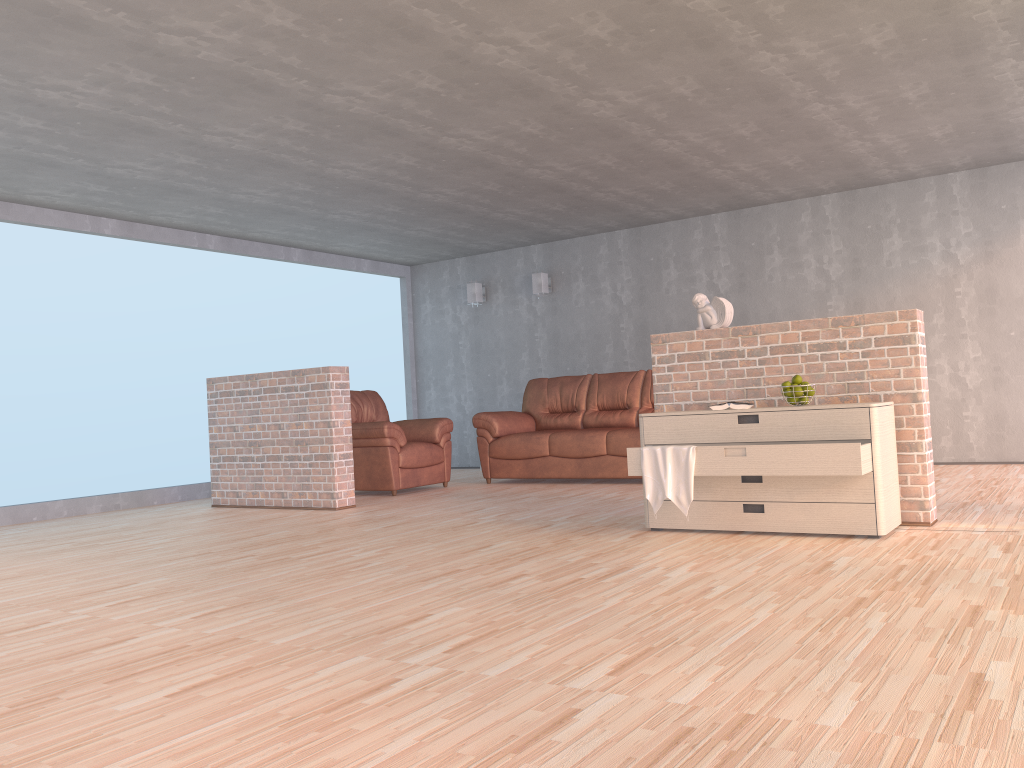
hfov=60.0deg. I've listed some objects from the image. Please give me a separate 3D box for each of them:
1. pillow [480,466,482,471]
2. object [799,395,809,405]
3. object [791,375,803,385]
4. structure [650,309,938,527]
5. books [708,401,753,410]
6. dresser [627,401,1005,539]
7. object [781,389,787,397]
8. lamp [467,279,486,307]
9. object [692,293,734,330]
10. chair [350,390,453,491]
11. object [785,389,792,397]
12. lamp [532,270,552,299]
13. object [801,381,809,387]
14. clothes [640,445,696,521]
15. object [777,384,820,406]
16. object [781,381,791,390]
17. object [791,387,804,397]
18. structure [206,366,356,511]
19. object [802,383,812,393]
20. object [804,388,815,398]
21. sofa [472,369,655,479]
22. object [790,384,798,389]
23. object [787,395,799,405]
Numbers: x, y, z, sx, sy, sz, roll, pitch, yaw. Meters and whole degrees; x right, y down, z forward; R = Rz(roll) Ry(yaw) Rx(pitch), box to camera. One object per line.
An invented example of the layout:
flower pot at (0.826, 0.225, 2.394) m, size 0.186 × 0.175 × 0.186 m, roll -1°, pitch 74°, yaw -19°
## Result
pillow at (-0.184, 0.804, 9.840) m, size 0.327 × 0.326 × 0.241 m, roll -4°, pitch -2°, yaw 37°
object at (1.442, 0.079, 4.382) m, size 0.046 × 0.048 × 0.048 m, roll -4°, pitch -2°, yaw 22°
object at (1.421, -0.019, 4.423) m, size 0.054 × 0.056 × 0.054 m, roll -4°, pitch -2°, yaw 33°
structure at (1.462, 0.202, 4.772) m, size 1.422 × 1.057 × 0.211 m, roll -4°, pitch -2°, yaw 34°
books at (1.124, 0.110, 4.541) m, size 0.209 × 0.040 × 0.146 m, roll -4°, pitch -2°, yaw 24°
dresser at (1.421, 0.413, 4.245) m, size 1.686 × 0.612 × 0.605 m, roll -4°, pitch -2°, yaw 34°
object at (1.372, 0.041, 4.434) m, size 0.046 × 0.044 × 0.046 m, roll -4°, pitch -2°, yaw 29°
lamp at (-0.416, -1.038, 10.162) m, size 0.165 × 0.319 × 0.168 m, roll -4°, pitch -2°, yaw 34°
object at (1.119, -0.411, 4.989) m, size 0.216 × 0.218 × 0.131 m, roll -4°, pitch -2°, yaw 33°
chair at (-1.155, 0.473, 7.913) m, size 0.936 × 0.879 × 0.970 m, roll -4°, pitch -2°, yaw 33°
object at (1.372, 0.043, 4.390) m, size 0.038 × 0.040 × 0.039 m, roll -4°, pitch -2°, yaw 42°
lamp at (0.321, -1.091, 9.677) m, size 0.165 × 0.319 × 0.177 m, roll -4°, pitch -2°, yaw 34°
object at (1.453, 0.008, 4.396) m, size 0.043 × 0.043 × 0.039 m, roll -4°, pitch -2°, yaw 19°
clothes at (0.782, 0.484, 4.323) m, size 0.325 × 0.369 × 0.097 m, roll -4°, pitch -2°, yaw 34°
object at (1.427, 0.059, 4.412) m, size 0.202 × 0.104 × 0.202 m, roll -4°, pitch -2°, yaw 27°
object at (1.364, 0.007, 4.410) m, size 0.046 × 0.045 × 0.046 m, roll -4°, pitch -2°, yaw 33°
object at (1.406, 0.039, 4.367) m, size 0.057 × 0.057 × 0.057 m, roll -2°, pitch -2°, yaw -23°
structure at (-1.842, 0.438, 6.966) m, size 1.422 × 1.057 × 0.211 m, roll -4°, pitch -2°, yaw 34°
object at (1.446, 0.020, 4.354) m, size 0.046 × 0.047 × 0.047 m, roll -3°, pitch -2°, yaw -19°
object at (1.476, 0.041, 4.406) m, size 0.053 × 0.054 × 0.053 m, roll -2°, pitch -2°, yaw -21°
sofa at (0.797, 0.347, 7.946) m, size 2.202 × 0.923 × 0.981 m, roll -4°, pitch -2°, yaw 34°
object at (1.402, 0.017, 4.401) m, size 0.039 × 0.038 × 0.039 m, roll -2°, pitch -2°, yaw -28°
object at (1.399, 0.077, 4.417) m, size 0.059 × 0.055 × 0.060 m, roll -3°, pitch -2°, yaw -11°
